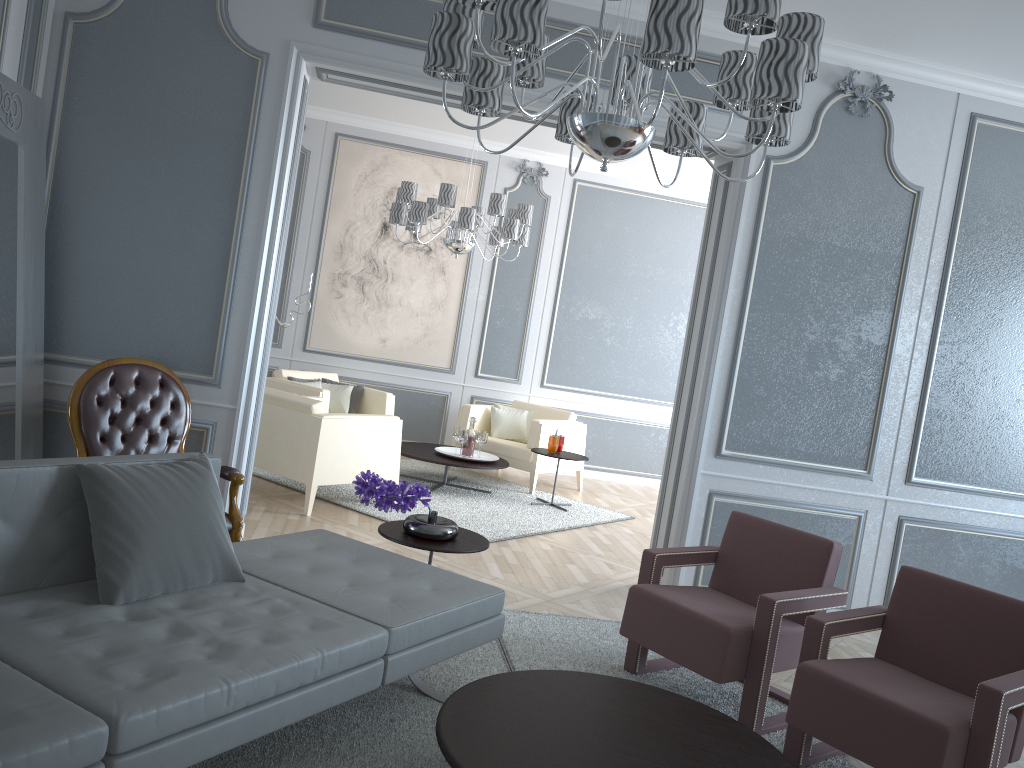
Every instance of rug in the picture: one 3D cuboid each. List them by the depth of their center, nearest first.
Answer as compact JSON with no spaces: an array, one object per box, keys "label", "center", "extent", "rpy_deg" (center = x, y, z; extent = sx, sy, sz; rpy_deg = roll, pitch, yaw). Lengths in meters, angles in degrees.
[{"label":"rug","center":[0.147,1.081,2.170],"extent":[2.017,0.010,3.208],"rpy_deg":[9,3,-10]},{"label":"rug","center":[-0.499,0.751,6.112],"extent":[2.003,0.010,1.998],"rpy_deg":[11,4,35]}]

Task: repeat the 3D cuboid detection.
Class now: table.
[{"label":"table","center":[0.238,0.981,2.133],"extent":[0.882,0.239,0.883],"rpy_deg":[10,3,8]},{"label":"table","center":[-0.316,0.744,3.273],"extent":[0.414,0.385,0.415],"rpy_deg":[8,3,-22]},{"label":"table","center":[0.309,0.681,6.268],"extent":[0.415,0.385,0.414],"rpy_deg":[11,4,38]},{"label":"table","center":[-0.472,0.622,6.410],"extent":[0.882,0.239,0.883],"rpy_deg":[8,3,-12]}]

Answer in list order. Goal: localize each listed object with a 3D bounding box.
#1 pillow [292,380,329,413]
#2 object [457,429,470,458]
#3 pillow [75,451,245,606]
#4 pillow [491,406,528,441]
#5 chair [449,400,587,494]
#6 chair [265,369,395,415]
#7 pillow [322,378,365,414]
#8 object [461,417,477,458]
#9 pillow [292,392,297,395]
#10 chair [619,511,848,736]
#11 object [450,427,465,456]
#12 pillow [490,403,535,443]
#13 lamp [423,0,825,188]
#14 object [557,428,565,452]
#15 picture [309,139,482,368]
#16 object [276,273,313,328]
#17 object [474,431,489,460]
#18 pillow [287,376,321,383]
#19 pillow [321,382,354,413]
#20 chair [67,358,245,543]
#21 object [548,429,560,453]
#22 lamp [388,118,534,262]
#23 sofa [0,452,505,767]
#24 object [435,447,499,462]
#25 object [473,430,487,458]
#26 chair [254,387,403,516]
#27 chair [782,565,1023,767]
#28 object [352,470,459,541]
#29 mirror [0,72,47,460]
[{"label":"pillow","center":[-1.532,0.105,6.746],"extent":[0.163,0.245,0.311],"rpy_deg":[10,3,24]},{"label":"object","center":[-0.354,0.424,6.298],"extent":[0.080,0.196,0.080],"rpy_deg":[9,2,-7]},{"label":"pillow","center":[-0.916,0.382,2.333],"extent":[0.253,0.353,0.422],"rpy_deg":[10,3,28]},{"label":"pillow","center":[-0.023,0.324,7.157],"extent":[0.311,0.245,0.164],"rpy_deg":[8,3,-15]},{"label":"chair","center":[0.062,0.473,7.116],"extent":[0.856,0.620,0.736],"rpy_deg":[11,4,35]},{"label":"chair","center":[-1.442,0.247,6.857],"extent":[0.738,0.620,0.854],"rpy_deg":[11,4,35]},{"label":"pillow","center":[-1.370,0.117,7.001],"extent":[0.351,0.276,0.184],"rpy_deg":[9,3,6]},{"label":"object","center":[-0.300,0.380,6.375],"extent":[0.086,0.290,0.086],"rpy_deg":[10,2,11]},{"label":"pillow","center":[-1.312,0.217,5.445],"extent":[0.182,0.285,0.361],"rpy_deg":[9,3,-4]},{"label":"chair","center":[0.766,0.806,3.153],"extent":[0.605,0.620,0.577],"rpy_deg":[7,4,-40]},{"label":"object","center":[-0.392,0.412,6.388],"extent":[0.080,0.196,0.080],"rpy_deg":[8,3,-27]},{"label":"pillow","center":[0.005,0.324,7.241],"extent":[0.351,0.276,0.184],"rpy_deg":[9,3,-4]},{"label":"lamp","center":[0.323,-1.108,2.300],"extent":[0.975,1.119,0.978],"rpy_deg":[8,3,-21]},{"label":"object","center":[0.337,0.403,6.336],"extent":[0.075,0.165,0.075],"rpy_deg":[11,3,39]},{"label":"picture","center":[-0.980,-1.085,7.508],"extent":[1.199,1.750,0.001],"rpy_deg":[9,2,-10]},{"label":"object","center":[-1.947,-0.224,6.895],"extent":[0.447,1.385,0.446],"rpy_deg":[11,3,35]},{"label":"object","center":[-0.222,0.442,6.342],"extent":[0.080,0.196,0.080],"rpy_deg":[8,3,-27]},{"label":"pillow","center":[-1.577,0.094,6.821],"extent":[0.184,0.276,0.350],"rpy_deg":[11,3,36]},{"label":"pillow","center":[-1.413,0.114,6.924],"extent":[0.311,0.245,0.163],"rpy_deg":[9,3,-5]},{"label":"chair","center":[-1.398,0.343,3.430],"extent":[0.576,0.828,0.572],"rpy_deg":[11,3,40]},{"label":"object","center":[0.296,0.401,6.260],"extent":[0.075,0.165,0.075],"rpy_deg":[8,3,-21]},{"label":"lamp","center":[-0.309,-1.434,6.211],"extent":[0.975,1.119,0.978],"rpy_deg":[8,3,-21]},{"label":"sofa","center":[-0.907,0.575,2.059],"extent":[0.811,0.667,2.203],"rpy_deg":[11,4,30]},{"label":"object","center":[-0.325,0.512,6.369],"extent":[0.468,0.028,0.468],"rpy_deg":[9,3,3]},{"label":"object","center":[-0.236,0.435,6.424],"extent":[0.080,0.196,0.080],"rpy_deg":[8,3,-27]},{"label":"chair","center":[-1.207,0.368,5.407],"extent":[0.856,0.620,0.736],"rpy_deg":[11,4,35]},{"label":"chair","center":[1.181,0.905,2.594],"extent":[0.605,0.620,0.577],"rpy_deg":[7,4,-40]},{"label":"object","center":[-0.367,0.434,3.185],"extent":[0.424,0.221,0.207],"rpy_deg":[7,4,-40]},{"label":"mirror","center":[-1.812,-0.177,2.914],"extent":[0.251,1.791,1.402],"rpy_deg":[9,3,-10]}]
